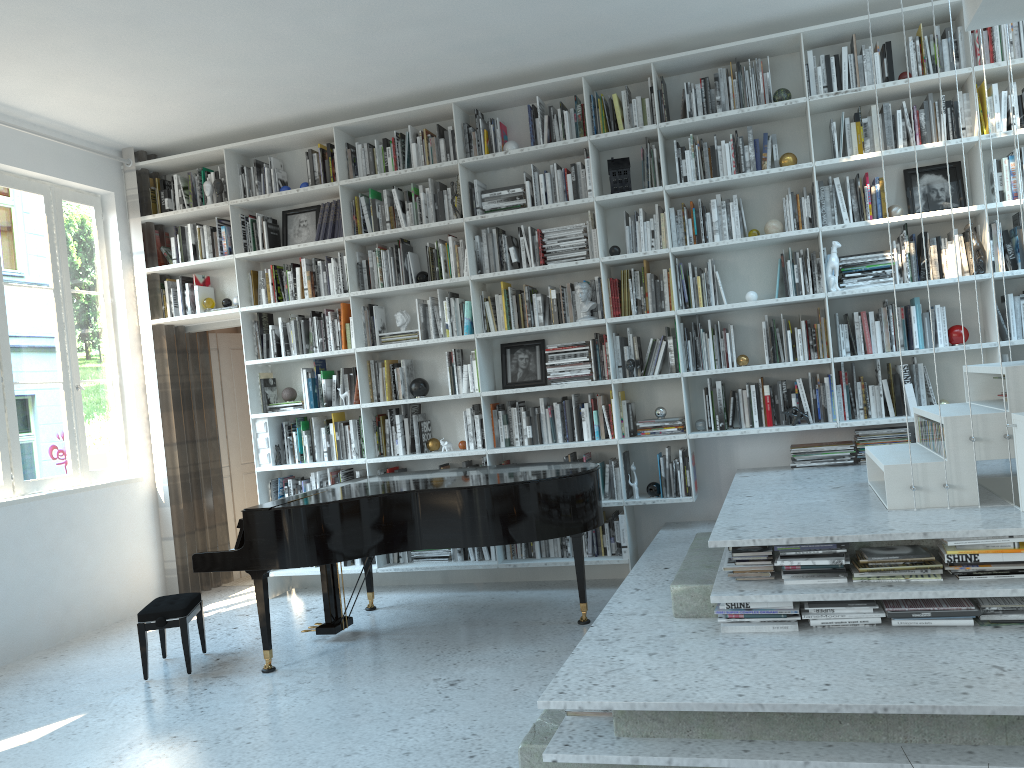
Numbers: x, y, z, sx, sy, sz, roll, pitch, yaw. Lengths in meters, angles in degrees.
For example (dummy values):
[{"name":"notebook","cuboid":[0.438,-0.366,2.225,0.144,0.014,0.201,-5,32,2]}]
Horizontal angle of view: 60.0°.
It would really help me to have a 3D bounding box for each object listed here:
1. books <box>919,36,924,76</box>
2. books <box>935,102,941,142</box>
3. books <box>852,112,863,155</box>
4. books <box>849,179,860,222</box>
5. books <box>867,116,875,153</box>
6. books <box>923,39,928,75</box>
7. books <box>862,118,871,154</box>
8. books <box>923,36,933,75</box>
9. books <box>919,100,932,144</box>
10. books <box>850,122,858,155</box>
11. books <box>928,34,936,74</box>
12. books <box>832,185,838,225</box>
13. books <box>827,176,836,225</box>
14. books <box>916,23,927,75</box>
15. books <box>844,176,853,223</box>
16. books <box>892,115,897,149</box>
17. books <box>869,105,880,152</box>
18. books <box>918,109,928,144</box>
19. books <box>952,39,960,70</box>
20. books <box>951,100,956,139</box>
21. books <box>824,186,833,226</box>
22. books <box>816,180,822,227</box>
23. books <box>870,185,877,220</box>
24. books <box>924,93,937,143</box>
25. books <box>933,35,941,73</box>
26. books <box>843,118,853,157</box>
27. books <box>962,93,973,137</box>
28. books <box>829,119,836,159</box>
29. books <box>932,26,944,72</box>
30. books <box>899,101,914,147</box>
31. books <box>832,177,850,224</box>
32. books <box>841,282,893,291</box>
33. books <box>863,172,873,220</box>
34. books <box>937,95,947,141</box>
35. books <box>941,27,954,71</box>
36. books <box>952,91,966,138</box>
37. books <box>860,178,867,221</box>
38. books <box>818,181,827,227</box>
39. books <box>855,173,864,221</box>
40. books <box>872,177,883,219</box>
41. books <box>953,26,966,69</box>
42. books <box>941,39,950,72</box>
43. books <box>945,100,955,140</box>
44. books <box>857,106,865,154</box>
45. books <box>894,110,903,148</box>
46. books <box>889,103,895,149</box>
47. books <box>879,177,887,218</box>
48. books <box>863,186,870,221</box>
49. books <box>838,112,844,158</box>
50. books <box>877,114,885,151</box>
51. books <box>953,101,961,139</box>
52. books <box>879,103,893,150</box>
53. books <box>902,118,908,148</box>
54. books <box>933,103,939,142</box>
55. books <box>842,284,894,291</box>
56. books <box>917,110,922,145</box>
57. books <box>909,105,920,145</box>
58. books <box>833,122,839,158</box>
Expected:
[{"name":"books","cuboid":[2.293,-1.802,4.991,0.017,0.259,0.136,-5,0,17]},{"name":"books","cuboid":[2.375,-1.436,4.965,0.011,0.249,0.151,-5,0,17]},{"name":"books","cuboid":[1.982,-1.403,5.082,0.026,0.261,0.167,-5,0,17]},{"name":"books","cuboid":[1.977,-1.038,5.128,0.043,0.269,0.131,-5,0,17]},{"name":"books","cuboid":[2.052,-1.398,5.084,0.024,0.236,0.146,-5,0,17]},{"name":"books","cuboid":[2.306,-1.787,4.964,0.007,0.226,0.170,-5,0,17]},{"name":"books","cuboid":[2.023,-1.389,5.078,0.030,0.224,0.157,-5,0,17]},{"name":"books","cuboid":[2.324,-1.800,4.966,0.031,0.248,0.164,-5,0,17]},{"name":"books","cuboid":[2.325,-1.439,4.983,0.023,0.264,0.156,-5,0,17]},{"name":"books","cuboid":[1.959,-1.374,5.085,0.025,0.207,0.175,-5,0,17]},{"name":"books","cuboid":[2.351,-1.807,4.973,0.017,0.257,0.146,-5,0,17]},{"name":"books","cuboid":[1.869,-1.017,5.139,0.011,0.248,0.155,-5,0,17]},{"name":"books","cuboid":[1.856,-1.042,5.151,0.015,0.301,0.140,-5,0,17]},{"name":"books","cuboid":[2.297,-1.834,4.973,0.007,0.321,0.165,-5,0,17]},{"name":"books","cuboid":[1.947,-1.043,5.126,0.012,0.285,0.159,-5,0,17]},{"name":"books","cuboid":[2.168,-1.401,5.042,0.013,0.221,0.145,-5,0,17]},{"name":"books","cuboid":[2.067,-1.425,5.057,0.026,0.288,0.156,-5,0,17]},{"name":"books","cuboid":[2.299,-1.413,4.983,0.031,0.217,0.165,-5,0,17]},{"name":"books","cuboid":[2.465,-1.795,4.947,0.031,0.211,0.131,-5,0,17]},{"name":"books","cuboid":[2.455,-1.443,4.957,0.014,0.246,0.142,-5,0,17]},{"name":"books","cuboid":[1.841,-1.017,5.170,0.030,0.253,0.128,-5,0,17]},{"name":"books","cuboid":[1.784,-1.027,5.164,0.012,0.285,0.159,-5,0,17]},{"name":"books","cuboid":[2.066,-1.019,5.079,0.033,0.213,0.152,-5,0,17]},{"name":"books","cuboid":[2.341,-1.456,4.964,0.022,0.294,0.180,-5,0,17]},{"name":"books","cuboid":[2.362,-1.797,4.947,0.018,0.235,0.186,-5,0,17]},{"name":"books","cuboid":[1.939,-1.394,5.115,0.026,0.251,0.130,-5,0,17]},{"name":"books","cuboid":[2.516,-1.458,4.923,0.031,0.265,0.169,-5,0,17]},{"name":"books","cuboid":[1.857,-1.387,5.133,0.012,0.254,0.161,-5,0,17]},{"name":"books","cuboid":[2.383,-1.831,4.961,0.020,0.299,0.131,-5,0,17]},{"name":"books","cuboid":[2.237,-1.440,5.018,0.048,0.283,0.162,-5,0,17]},{"name":"books","cuboid":[1.905,-1.041,5.133,0.065,0.289,0.145,-5,0,17]},{"name":"books","cuboid":[2.044,-0.558,5.105,0.285,0.012,0.159,-6,0,21]},{"name":"books","cuboid":[2.039,-1.052,5.082,0.014,0.285,0.175,-5,0,17]},{"name":"books","cuboid":[2.394,-1.450,4.949,0.036,0.272,0.177,-5,0,17]},{"name":"books","cuboid":[2.433,-1.826,4.950,0.025,0.279,0.136,-5,0,17]},{"name":"books","cuboid":[2.489,-1.465,4.934,0.026,0.284,0.147,-5,0,17]},{"name":"books","cuboid":[2.015,-1.041,5.105,0.020,0.267,0.152,-5,0,17]},{"name":"books","cuboid":[1.809,-1.029,5.172,0.031,0.284,0.137,-5,0,17]},{"name":"books","cuboid":[1.995,-1.049,5.097,0.012,0.287,0.176,-5,0,17]},{"name":"books","cuboid":[2.089,-1.041,5.071,0.021,0.253,0.167,-5,0,17]},{"name":"books","cuboid":[2.483,-1.823,4.917,0.026,0.263,0.163,-5,0,17]},{"name":"books","cuboid":[2.406,-1.789,4.941,0.029,0.210,0.169,-5,0,17]},{"name":"books","cuboid":[2.429,-1.438,4.947,0.030,0.241,0.162,-5,0,17]},{"name":"books","cuboid":[2.000,-1.423,5.084,0.011,0.296,0.162,-5,0,17]},{"name":"books","cuboid":[2.180,-1.407,5.008,0.030,0.230,0.187,-5,0,17]},{"name":"books","cuboid":[2.153,-1.432,5.049,0.012,0.285,0.159,-5,0,17]},{"name":"books","cuboid":[2.110,-1.039,5.054,0.026,0.244,0.177,-5,0,17]},{"name":"books","cuboid":[2.026,-1.012,5.075,0.013,0.207,0.189,-5,0,17]},{"name":"books","cuboid":[1.898,-1.405,5.118,0.052,0.282,0.166,-5,0,17]},{"name":"books","cuboid":[2.097,-1.403,5.059,0.025,0.238,0.142,-5,0,17]},{"name":"books","cuboid":[2.470,-1.438,4.945,0.022,0.234,0.158,-5,0,17]},{"name":"books","cuboid":[2.107,-1.418,5.001,0.032,0.265,0.245,-5,0,17]},{"name":"books","cuboid":[2.222,-1.394,5.045,0.027,0.196,0.130,-5,0,17]},{"name":"books","cuboid":[2.367,-1.436,4.982,0.014,0.249,0.162,-5,0,17]},{"name":"books","cuboid":[2.045,-0.546,5.102,0.285,0.012,0.159,-6,0,12]},{"name":"books","cuboid":[2.281,-1.410,4.999,0.013,0.216,0.177,-5,0,17]},{"name":"books","cuboid":[2.262,-1.420,4.986,0.014,0.240,0.189,-5,0,17]},{"name":"books","cuboid":[1.870,-1.380,5.127,0.013,0.236,0.141,-5,0,17]}]
